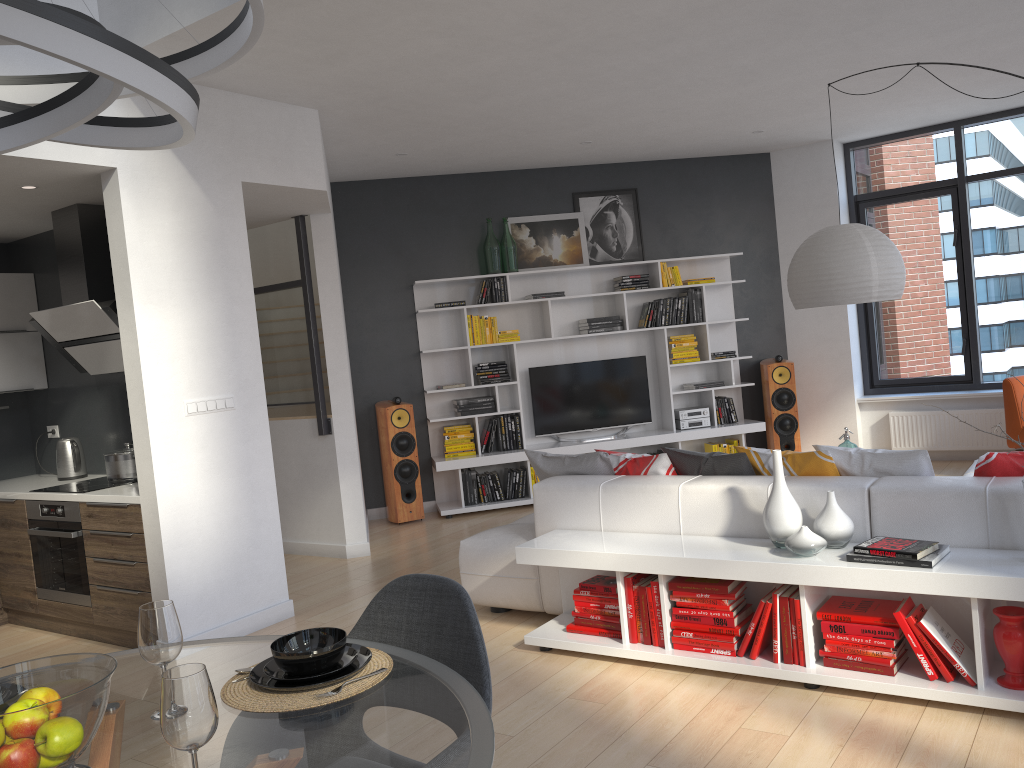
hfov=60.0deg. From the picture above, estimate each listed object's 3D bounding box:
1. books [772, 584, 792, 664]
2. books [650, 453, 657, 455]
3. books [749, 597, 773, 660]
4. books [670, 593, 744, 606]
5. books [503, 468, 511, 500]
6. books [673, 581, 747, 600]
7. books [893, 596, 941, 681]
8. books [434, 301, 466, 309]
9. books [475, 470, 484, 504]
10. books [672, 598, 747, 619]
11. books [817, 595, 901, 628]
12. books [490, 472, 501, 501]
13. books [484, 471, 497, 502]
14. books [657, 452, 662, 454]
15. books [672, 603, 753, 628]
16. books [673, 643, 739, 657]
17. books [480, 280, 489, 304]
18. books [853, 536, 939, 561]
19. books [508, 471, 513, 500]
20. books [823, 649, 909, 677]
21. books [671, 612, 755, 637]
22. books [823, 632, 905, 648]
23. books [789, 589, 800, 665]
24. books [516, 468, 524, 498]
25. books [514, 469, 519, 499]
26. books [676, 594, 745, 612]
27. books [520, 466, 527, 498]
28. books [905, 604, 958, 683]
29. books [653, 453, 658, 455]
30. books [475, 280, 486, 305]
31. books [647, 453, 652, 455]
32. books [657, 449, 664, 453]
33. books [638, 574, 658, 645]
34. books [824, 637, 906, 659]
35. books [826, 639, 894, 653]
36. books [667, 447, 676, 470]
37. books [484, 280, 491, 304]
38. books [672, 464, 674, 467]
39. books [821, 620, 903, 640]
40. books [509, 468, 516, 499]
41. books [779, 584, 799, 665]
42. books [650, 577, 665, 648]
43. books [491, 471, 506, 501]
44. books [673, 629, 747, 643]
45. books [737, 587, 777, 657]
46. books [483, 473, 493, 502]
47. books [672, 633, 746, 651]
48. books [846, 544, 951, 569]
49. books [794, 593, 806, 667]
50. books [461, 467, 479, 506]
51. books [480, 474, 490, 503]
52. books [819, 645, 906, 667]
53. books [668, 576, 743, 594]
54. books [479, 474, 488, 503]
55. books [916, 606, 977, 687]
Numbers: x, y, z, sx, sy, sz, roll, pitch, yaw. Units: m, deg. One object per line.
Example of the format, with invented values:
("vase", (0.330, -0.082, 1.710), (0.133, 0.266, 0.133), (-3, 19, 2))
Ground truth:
("books", (1.089, 0.953, 3.560), (0.046, 0.282, 0.199), (-4, 3, 35))
("books", (1.272, 0.752, 8.068), (0.096, 0.234, 0.187), (-6, 3, -9))
("books", (1.040, 0.972, 3.597), (0.115, 0.245, 0.192), (-4, 3, 35))
("books", (0.828, 0.894, 3.767), (0.257, 0.025, 0.182), (-4, 3, 35))
("books", (-0.049, 0.882, 7.851), (0.066, 0.260, 0.197), (-6, 3, -10))
("books", (0.837, 0.868, 3.749), (0.266, 0.026, 0.187), (-4, 3, 30))
("books", (1.510, 0.937, 3.281), (0.134, 0.248, 0.192), (-4, 3, 35))
("books", (-0.546, -0.691, 7.781), (0.268, 0.046, 0.208), (-6, 3, -6))
("books", (-0.295, 0.905, 7.799), (0.053, 0.268, 0.202), (-6, 3, -10))
("books", (0.839, 0.942, 3.761), (0.261, 0.027, 0.191), (-4, 3, 31))
("books", (1.365, 0.880, 3.435), (0.301, 0.032, 0.227), (-4, 3, 35))
("books", (-0.157, 0.904, 7.808), (0.066, 0.242, 0.177), (-6, 3, -10))
("books", (-0.188, 0.901, 7.811), (0.066, 0.255, 0.193), (-6, 3, -10))
("books", (1.341, 0.742, 8.052), (0.069, 0.242, 0.172), (-6, 3, -9))
("books", (0.853, 0.973, 3.774), (0.279, 0.039, 0.206), (-4, 3, 36))
("books", (0.853, 1.093, 3.760), (0.274, 0.029, 0.200), (-4, 3, 35))
("books", (-0.251, -0.806, 7.851), (0.087, 0.214, 0.171), (-6, 3, -9))
("books", (1.425, 0.608, 3.289), (0.188, 0.027, 0.238), (-8, 3, -41))
("books", (-0.021, 0.890, 7.827), (0.069, 0.242, 0.172), (-6, 3, -9))
("books", (1.363, 1.054, 3.413), (0.259, 0.034, 0.206), (-4, 3, 38))
("books", (0.861, 1.008, 3.771), (0.301, 0.032, 0.227), (-4, 3, 35))
("books", (1.356, 0.951, 3.400), (0.261, 0.027, 0.191), (-4, 3, 39))
("books", (1.150, 0.956, 3.527), (0.028, 0.266, 0.188), (-4, 3, 35))
("books", (0.061, 0.875, 7.865), (0.084, 0.249, 0.191), (-6, 3, -10))
("books", (0.026, 0.882, 7.848), (0.071, 0.243, 0.179), (-6, 3, -11))
("books", (0.841, 0.917, 3.751), (0.236, 0.023, 0.178), (-4, 3, 35))
("books", (0.093, 0.866, 7.872), (0.066, 0.260, 0.197), (-6, 3, -10))
("books", (1.546, 0.944, 3.249), (0.148, 0.232, 0.171), (-4, 3, 37))
("books", (1.305, 0.748, 8.059), (0.081, 0.233, 0.169), (-6, 3, -11))
("books", (-0.281, -0.803, 7.840), (0.096, 0.213, 0.166), (-6, 3, -11))
("books", (1.240, 0.755, 8.057), (0.104, 0.234, 0.182), (-6, 3, -10))
("books", (1.358, 0.732, 8.082), (0.075, 0.254, 0.192), (-6, 3, -11))
("books", (0.631, 0.993, 3.918), (0.034, 0.259, 0.207), (-4, 3, 35))
("books", (1.357, 0.999, 3.409), (0.257, 0.025, 0.182), (-4, 3, 35))
("books", (1.348, 0.977, 3.402), (0.236, 0.023, 0.178), (-4, 3, 35))
("books", (1.454, 0.718, 8.098), (0.066, 0.260, 0.197), (-6, 3, -10))
("books", (-0.220, -0.809, 7.844), (0.074, 0.212, 0.154), (-6, 3, -11))
("books", (1.422, 0.727, 8.091), (0.084, 0.249, 0.191), (-6, 3, -10))
("books", (1.360, 0.917, 3.413), (0.279, 0.039, 0.206), (-4, 3, 34))
("books", (-0.003, 0.880, 7.856), (0.075, 0.254, 0.192), (-6, 3, -11))
("books", (1.130, 0.954, 3.552), (0.038, 0.270, 0.215), (-4, 3, 35))
("books", (0.686, 0.973, 3.872), (0.049, 0.291, 0.214), (-4, 3, 35))
("books", (-0.124, 0.896, 7.817), (0.083, 0.249, 0.191), (-6, 3, -10))
("books", (0.840, 1.039, 3.745), (0.266, 0.026, 0.187), (-4, 3, 35))
("books", (1.010, 0.973, 3.627), (0.144, 0.247, 0.188), (-4, 3, 36))
("books", (-0.214, 0.910, 7.795), (0.050, 0.242, 0.169), (-6, 3, -10))
("books", (0.842, 1.066, 3.743), (0.282, 0.030, 0.188), (-4, 3, 37))
("books", (1.442, 0.632, 3.310), (0.300, 0.026, 0.245), (-4, 3, 40))
("books", (1.163, 0.953, 3.498), (0.028, 0.269, 0.181), (-4, 3, 35))
("books", (-0.386, 0.892, 7.787), (0.128, 0.321, 0.259), (-6, 3, -10))
("books", (-0.237, 0.916, 7.799), (0.049, 0.236, 0.170), (-6, 3, -9))
("books", (1.347, 1.026, 3.410), (0.266, 0.026, 0.187), (-4, 3, 41))
("books", (0.824, 0.839, 3.765), (0.259, 0.034, 0.206), (-4, 3, 32))
("books", (-0.262, 0.917, 7.801), (0.053, 0.240, 0.189), (-6, 3, -9))
("books", (1.591, 0.947, 3.217), (0.186, 0.223, 0.188), (-4, 3, 36))
